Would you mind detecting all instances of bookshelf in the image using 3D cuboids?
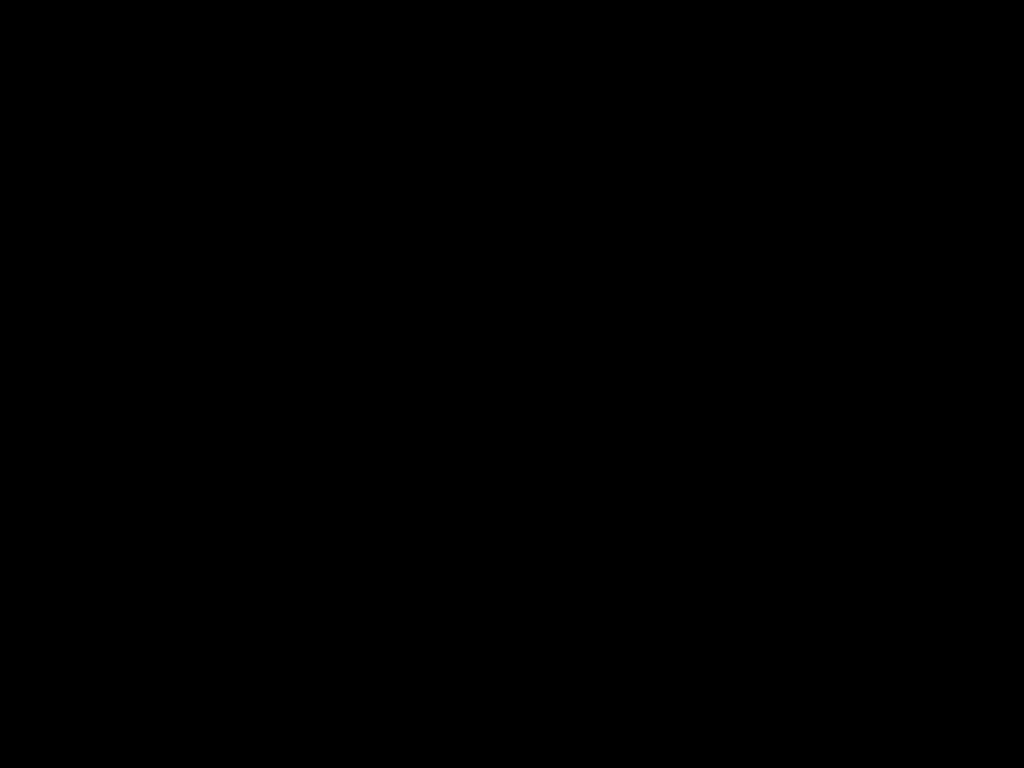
[{"bbox_3d":[-0.671,0.117,1.643,1.495,0.303,0.643,7,-6,-18],"label":"bookshelf"}]

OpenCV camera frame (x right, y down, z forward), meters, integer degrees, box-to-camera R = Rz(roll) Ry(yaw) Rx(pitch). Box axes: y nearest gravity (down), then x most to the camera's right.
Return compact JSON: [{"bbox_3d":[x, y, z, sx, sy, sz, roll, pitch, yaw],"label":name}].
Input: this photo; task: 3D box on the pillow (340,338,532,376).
[{"bbox_3d":[-0.270,-0.125,1.526,0.470,0.241,0.498,1,-7,37],"label":"pillow"}]
